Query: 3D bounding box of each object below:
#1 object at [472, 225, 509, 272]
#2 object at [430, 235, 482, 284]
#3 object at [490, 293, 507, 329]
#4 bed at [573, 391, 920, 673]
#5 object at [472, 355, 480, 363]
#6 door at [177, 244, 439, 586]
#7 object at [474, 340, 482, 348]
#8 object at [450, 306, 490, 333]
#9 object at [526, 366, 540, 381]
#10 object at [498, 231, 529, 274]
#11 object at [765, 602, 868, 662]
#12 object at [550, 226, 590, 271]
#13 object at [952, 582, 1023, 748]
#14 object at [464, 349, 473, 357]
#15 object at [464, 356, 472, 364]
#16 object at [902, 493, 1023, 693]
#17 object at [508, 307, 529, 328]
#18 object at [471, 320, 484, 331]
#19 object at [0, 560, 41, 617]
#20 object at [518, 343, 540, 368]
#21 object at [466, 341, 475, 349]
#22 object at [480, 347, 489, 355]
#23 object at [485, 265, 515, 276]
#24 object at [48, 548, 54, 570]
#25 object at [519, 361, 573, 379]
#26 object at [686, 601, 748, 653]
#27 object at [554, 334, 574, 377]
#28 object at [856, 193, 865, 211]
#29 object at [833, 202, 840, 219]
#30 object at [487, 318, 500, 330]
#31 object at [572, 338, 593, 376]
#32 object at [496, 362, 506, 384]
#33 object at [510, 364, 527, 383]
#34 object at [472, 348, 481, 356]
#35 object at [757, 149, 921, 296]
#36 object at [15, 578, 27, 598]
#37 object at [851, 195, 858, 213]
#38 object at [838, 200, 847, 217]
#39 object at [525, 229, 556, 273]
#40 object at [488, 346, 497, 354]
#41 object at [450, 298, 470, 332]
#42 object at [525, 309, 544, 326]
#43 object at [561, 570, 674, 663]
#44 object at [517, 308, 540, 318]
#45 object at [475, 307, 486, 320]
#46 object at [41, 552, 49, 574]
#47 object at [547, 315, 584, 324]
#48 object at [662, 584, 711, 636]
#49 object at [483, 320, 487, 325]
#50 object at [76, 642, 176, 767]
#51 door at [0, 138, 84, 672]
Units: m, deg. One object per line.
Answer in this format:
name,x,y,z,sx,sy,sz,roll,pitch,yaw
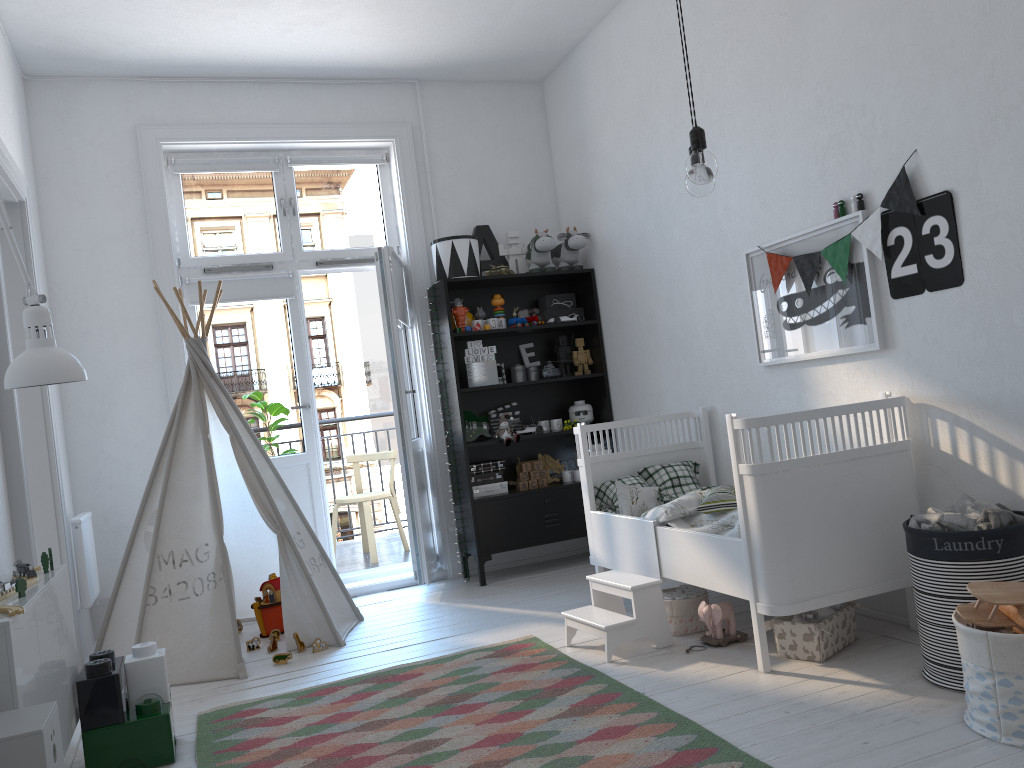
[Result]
object,-0.158,-0.761,5.228,0.343,0.344,0.057,-7,-1,-20
object,-0.305,-0.703,5.091,0.272,0.259,0.395,-7,-1,8
object,-0.073,-0.409,5.039,0.077,0.213,0.077,-7,-1,13
bed,0.854,0.513,3.506,0.670,0.832,1.404,-7,-1,-20
object,-0.205,-0.137,4.941,0.040,0.040,0.040,-7,-1,-15
door,-1.050,0.219,4.808,1.263,1.838,0.637,-7,-1,-19
object,-0.189,-0.220,4.937,0.040,0.040,0.040,-7,-1,-10
object,-0.275,-0.375,5.013,0.197,0.197,0.318,-7,-1,-24
object,0.160,-0.067,5.169,0.078,0.091,0.246,-7,-1,-26
object,0.017,-0.755,5.259,0.190,0.290,0.065,-7,-1,-15
object,1.032,0.815,3.011,0.242,0.163,0.360,-8,-2,45
object,0.296,-0.769,5.191,0.211,0.253,0.387,-6,-2,-37
object,1.312,0.663,2.207,0.379,0.367,0.378,-8,-2,40
object,-0.242,-0.173,4.931,0.040,0.040,0.040,-7,-1,-10
object,-0.243,-0.133,4.929,0.040,0.040,0.040,-7,-1,-5
object,1.348,0.587,2.573,0.345,0.513,0.346,-7,-1,-30
object,0.034,-0.377,5.076,0.121,0.126,0.087,-6,-2,-43
object,-0.193,-0.322,4.964,0.067,0.067,0.067,-7,-1,-20
object,-1.313,0.520,2.324,0.111,0.047,0.902,-7,-2,-26
object,0.105,-0.170,5.290,0.107,0.151,0.055,-7,-1,-20
object,-0.231,-0.215,4.933,0.040,0.040,0.040,-7,-1,-15
object,-0.153,-0.184,4.939,0.040,0.040,0.040,-7,-1,10
object,-0.078,-0.652,5.055,0.121,0.100,0.338,-7,-1,15
object,-1.396,0.530,2.685,0.009,0.066,0.054,-7,-1,-29
object,0.220,-0.081,5.156,0.367,0.106,0.349,-7,-1,-19
object,0.716,0.867,3.208,0.254,0.151,0.125,-7,-1,-21
object,0.318,-0.167,5.252,0.117,0.259,0.081,-7,-1,-20
object,1.225,-0.640,3.117,0.025,0.064,0.025,-7,-1,-27
object,1.185,-0.632,3.233,0.025,0.064,0.025,-7,-1,-25
object,-0.106,-0.332,4.981,0.067,0.067,0.067,-7,-1,-20
object,0.412,-0.160,5.220,0.114,0.221,0.052,-7,-1,-21
object,-0.076,-0.056,5.207,0.070,0.134,0.028,-7,-1,-21
object,0.039,-0.059,5.213,0.095,0.110,0.095,-7,-1,-16
object,-0.197,-0.179,4.935,0.040,0.040,0.040,-7,-1,0
object,1.172,-0.548,3.276,0.058,0.415,0.905,-7,-1,-21
object,-1.217,0.505,2.198,0.006,0.046,0.037,-7,-1,6
object,1.216,-0.638,3.140,0.025,0.064,0.025,-7,-1,-25
object,1.194,-0.633,3.206,0.025,0.064,0.025,-7,-1,-22
object,0.156,-0.753,5.133,0.154,0.253,0.370,-7,-1,-12
object,-0.108,-0.190,4.943,0.040,0.040,0.040,-7,-1,5
object,-0.283,-0.380,4.935,0.105,0.203,0.072,-7,-1,-13
object,0.122,-0.386,5.154,0.122,0.112,0.087,-8,-2,40
object,0.386,0.863,3.345,0.288,0.245,0.332,-7,-1,-25
object,0.205,-0.397,5.352,0.347,0.131,0.037,-7,-1,-20
object,-0.178,-0.366,5.129,0.063,0.160,0.063,-6,-1,-42
object,-1.379,0.527,2.619,0.007,0.063,0.029,-7,-1,7
object,0.309,-0.371,5.127,0.230,0.048,0.098,-6,-2,-30
object,0.664,0.882,3.476,0.215,0.148,0.240,-7,-1,-14
object,-0.158,-0.325,5.024,0.067,0.067,0.067,-8,-2,44
object,-1.192,0.998,2.751,0.246,0.331,0.247,-7,-1,-20
door,-2.068,0.209,3.544,0.505,2.177,1.466,-6,-1,-36
